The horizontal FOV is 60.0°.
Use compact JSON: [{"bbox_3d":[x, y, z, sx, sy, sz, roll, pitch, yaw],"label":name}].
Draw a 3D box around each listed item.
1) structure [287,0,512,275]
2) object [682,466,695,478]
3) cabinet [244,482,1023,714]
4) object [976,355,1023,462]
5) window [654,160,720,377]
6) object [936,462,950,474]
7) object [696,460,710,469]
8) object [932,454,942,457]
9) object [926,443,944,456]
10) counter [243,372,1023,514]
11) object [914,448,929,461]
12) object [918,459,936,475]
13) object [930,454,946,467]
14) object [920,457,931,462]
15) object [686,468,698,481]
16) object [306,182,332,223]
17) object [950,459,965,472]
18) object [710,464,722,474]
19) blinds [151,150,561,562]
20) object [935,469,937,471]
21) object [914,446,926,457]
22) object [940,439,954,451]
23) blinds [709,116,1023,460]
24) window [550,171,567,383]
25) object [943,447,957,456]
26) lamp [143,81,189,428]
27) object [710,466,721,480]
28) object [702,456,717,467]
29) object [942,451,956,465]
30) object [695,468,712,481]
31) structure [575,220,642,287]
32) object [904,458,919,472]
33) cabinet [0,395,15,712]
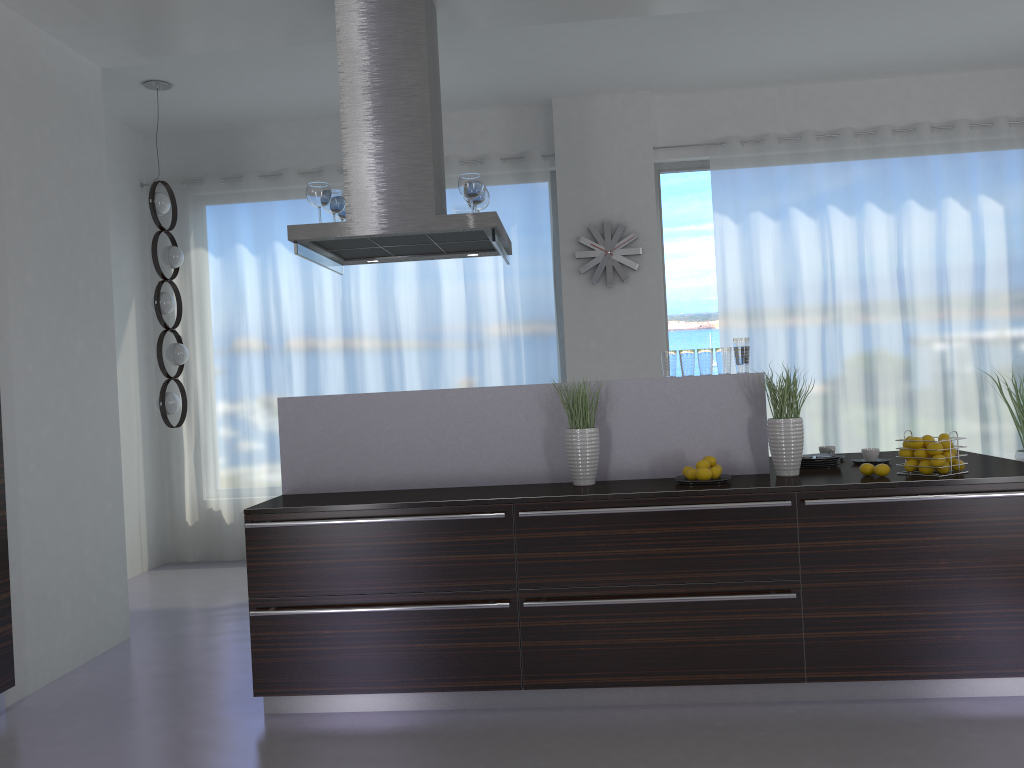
[{"bbox_3d":[-0.551,-1.251,4.553,0.981,1.231,0.915,-3,0,4],"label":"structure"},{"bbox_3d":[0.755,0.376,3.769,0.052,0.054,0.061,-3,0,-39],"label":"object"},{"bbox_3d":[0.616,0.850,4.111,3.285,0.852,1.377,-3,0,4],"label":"cabinet"},{"bbox_3d":[3.701,0.452,6.121,0.713,1.334,0.656,-3,0,5],"label":"object"},{"bbox_3d":[2.663,-0.577,6.964,3.000,2.500,0.100,-3,0,4],"label":"window"},{"bbox_3d":[1.720,0.333,3.537,0.051,0.053,0.063,-3,0,12],"label":"object"},{"bbox_3d":[0.799,0.340,3.710,0.061,0.047,0.053,-3,0,7],"label":"object"},{"bbox_3d":[1.721,0.293,3.571,0.051,0.053,0.062,-3,0,12],"label":"object"},{"bbox_3d":[1.687,0.260,3.538,0.061,0.052,0.053,-3,0,18],"label":"object"},{"bbox_3d":[0.608,0.626,4.122,3.291,1.300,1.302,-3,0,4],"label":"counter"},{"bbox_3d":[1.652,0.283,3.577,0.062,0.053,0.052,-3,0,-24],"label":"object"},{"bbox_3d":[1.668,0.334,3.563,0.064,0.063,0.074,-3,0,25],"label":"object"},{"bbox_3d":[1.687,0.306,3.511,0.061,0.054,0.052,-3,0,-19],"label":"object"},{"bbox_3d":[1.689,0.327,3.601,0.057,0.060,0.052,-3,0,10],"label":"object"},{"bbox_3d":[0.759,0.380,3.713,0.063,0.051,0.053,-3,0,8],"label":"object"},{"bbox_3d":[-0.931,-0.856,4.286,0.125,0.221,0.125,-3,0,29],"label":"object"},{"bbox_3d":[1.796,0.329,3.579,0.053,0.052,0.062,-3,0,44],"label":"object"},{"bbox_3d":[0.863,0.367,3.757,0.051,0.053,0.063,-3,0,45],"label":"object"},{"bbox_3d":[-1.240,-0.186,7.041,3.245,3.112,0.120,-3,0,4],"label":"blinds"},{"bbox_3d":[1.747,0.333,3.613,0.061,0.055,0.050,-3,0,-40],"label":"object"},{"bbox_3d":[1.671,0.279,3.630,0.064,0.053,0.051,-3,0,7],"label":"object"},{"bbox_3d":[1.742,0.245,3.556,0.051,0.053,0.063,-3,0,17],"label":"object"},{"bbox_3d":[3.008,-0.408,6.713,2.830,3.112,0.120,-3,0,4],"label":"blinds"},{"bbox_3d":[-1.071,-0.382,7.252,3.000,2.500,0.100,-3,0,4],"label":"window"},{"bbox_3d":[1.776,0.279,3.599,0.061,0.054,0.053,-3,0,-39],"label":"object"},{"bbox_3d":[-2.385,-0.881,6.114,0.180,2.370,0.367,-3,0,-2],"label":"lamp"},{"bbox_3d":[0.844,0.372,3.703,0.061,0.054,0.052,-3,0,-19],"label":"object"},{"bbox_3d":[0.834,0.328,3.749,0.053,0.048,0.063,-3,0,-30],"label":"object"},{"bbox_3d":[1.744,0.296,3.550,0.061,0.055,0.051,-3,0,-16],"label":"object"},{"bbox_3d":[0.792,0.374,3.664,0.070,0.058,0.060,-3,0,3],"label":"object"},{"bbox_3d":[0.737,-0.999,6.773,0.505,0.505,0.076,-3,0,4],"label":"structure"},{"bbox_3d":[1.627,0.330,3.609,0.060,0.057,0.052,-3,0,6],"label":"object"},{"bbox_3d":[-2.654,0.191,2.110,0.669,2.500,3.600,-3,0,4],"label":"cabinet"}]
